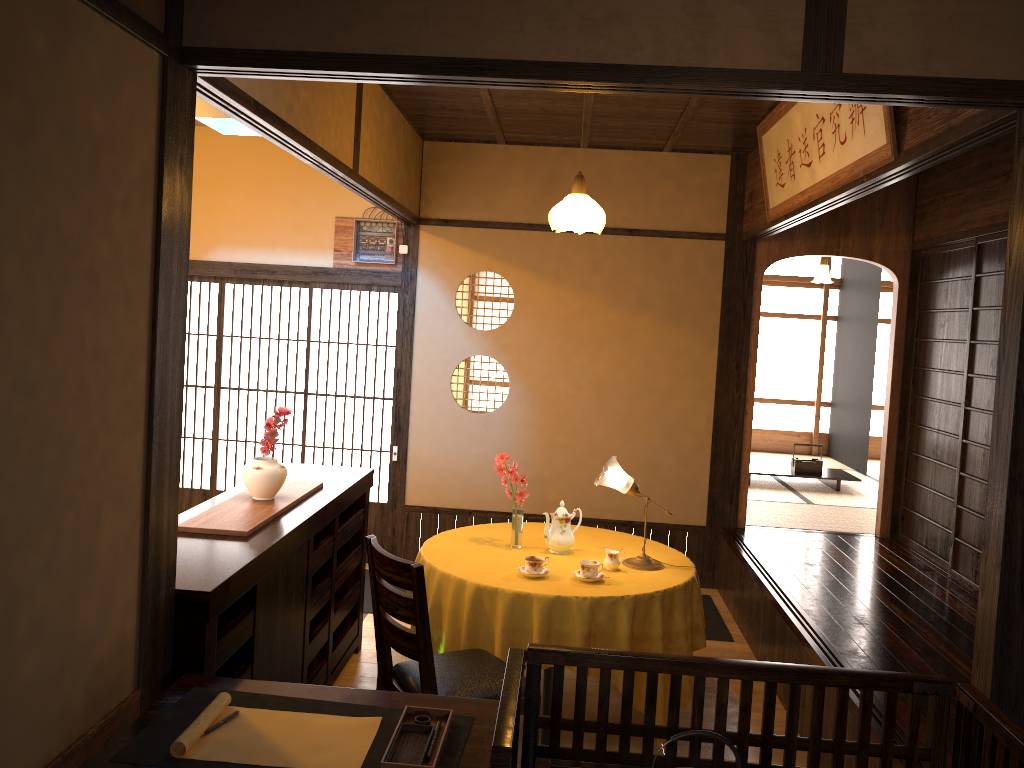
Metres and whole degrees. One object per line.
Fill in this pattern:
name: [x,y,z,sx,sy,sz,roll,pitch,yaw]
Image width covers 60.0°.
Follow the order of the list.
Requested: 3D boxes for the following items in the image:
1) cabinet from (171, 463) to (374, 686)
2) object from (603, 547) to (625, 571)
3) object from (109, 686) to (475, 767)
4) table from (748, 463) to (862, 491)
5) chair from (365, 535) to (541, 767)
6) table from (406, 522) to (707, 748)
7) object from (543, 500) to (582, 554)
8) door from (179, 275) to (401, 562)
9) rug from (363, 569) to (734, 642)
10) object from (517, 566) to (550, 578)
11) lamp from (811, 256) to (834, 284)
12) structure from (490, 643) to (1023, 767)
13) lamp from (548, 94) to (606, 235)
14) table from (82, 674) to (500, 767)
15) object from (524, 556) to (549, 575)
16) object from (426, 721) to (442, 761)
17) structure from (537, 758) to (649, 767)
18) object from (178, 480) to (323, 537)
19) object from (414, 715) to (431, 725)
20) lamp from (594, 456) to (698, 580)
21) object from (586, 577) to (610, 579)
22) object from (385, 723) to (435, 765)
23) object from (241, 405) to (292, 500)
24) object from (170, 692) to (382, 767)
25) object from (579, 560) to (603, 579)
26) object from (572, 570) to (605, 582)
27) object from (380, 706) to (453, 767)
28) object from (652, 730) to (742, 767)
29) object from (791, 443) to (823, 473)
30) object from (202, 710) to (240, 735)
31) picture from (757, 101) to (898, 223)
cabinet: [-1.075,0.995,3.685,0.489,0.969,2.189,3,4,3]
object: [0.462,0.799,4.058,0.083,0.098,0.078,2,3,-27]
object: [-0.495,0.846,2.125,0.761,0.003,0.406,4,4,6]
table: [2.559,0.862,8.298,1.200,0.118,0.601,4,4,3]
chair: [-0.248,1.075,3.332,0.577,0.959,0.492,2,3,-32]
table: [0.198,1.164,4.283,1.444,0.694,1.445,4,4,4]
object: [0.243,0.691,4.311,0.163,0.252,0.154,4,3,16]
door: [-2.160,0.216,6.471,2.648,1.998,0.066,4,2,3]
rug: [-0.137,1.389,5.725,2.955,0.005,0.903,4,4,3]
object: [0.094,0.827,3.883,0.144,0.024,0.144,0,5,-37]
lamp: [2.899,-1.331,8.202,0.196,0.797,0.225,4,3,11]
structure: [0.559,1.000,2.072,1.197,0.499,0.598,4,3,3]
lamp: [0.330,-1.123,4.206,0.250,0.809,0.277,5,3,25]
table: [-0.496,1.016,2.132,0.880,0.336,0.601,4,4,3]
object: [0.100,0.795,3.880,0.099,0.076,0.090,5,4,28]
object: [-0.187,0.852,2.121,0.012,0.012,0.180,4,4,3]
structure: [0.361,1.097,1.943,0.666,0.300,0.453,4,4,3]
object: [-1.054,0.498,3.696,0.267,0.020,0.999,4,4,3]
object: [-0.222,0.840,2.197,0.040,0.021,0.040,1,4,-34]
lamp: [0.615,0.942,4.166,0.512,1.201,0.198,3,2,4]
object: [0.359,0.838,3.822,0.126,0.019,0.029,4,4,7]
object: [-0.238,0.849,2.071,0.082,0.019,0.201,4,4,4]
object: [-1.030,0.292,3.817,0.189,0.377,0.321,4,3,12]
object: [-0.547,0.824,2.114,0.430,0.038,0.276,4,4,3]
object: [0.338,0.810,3.863,0.090,0.076,0.099,3,4,-12]
object: [0.335,0.842,3.869,0.144,0.024,0.144,0,5,-37]
object: [-0.222,0.848,2.110,0.121,0.028,0.296,4,4,4]
object: [0.400,0.862,1.932,0.198,0.216,0.198,6,4,42]
object: [2.758,0.687,8.280,0.260,0.258,0.150,4,3,3]
object: [-0.707,0.825,2.159,0.012,0.010,0.141,4,4,18]
picture: [1.427,-1.169,4.236,0.117,0.564,2.047,3,4,3]
